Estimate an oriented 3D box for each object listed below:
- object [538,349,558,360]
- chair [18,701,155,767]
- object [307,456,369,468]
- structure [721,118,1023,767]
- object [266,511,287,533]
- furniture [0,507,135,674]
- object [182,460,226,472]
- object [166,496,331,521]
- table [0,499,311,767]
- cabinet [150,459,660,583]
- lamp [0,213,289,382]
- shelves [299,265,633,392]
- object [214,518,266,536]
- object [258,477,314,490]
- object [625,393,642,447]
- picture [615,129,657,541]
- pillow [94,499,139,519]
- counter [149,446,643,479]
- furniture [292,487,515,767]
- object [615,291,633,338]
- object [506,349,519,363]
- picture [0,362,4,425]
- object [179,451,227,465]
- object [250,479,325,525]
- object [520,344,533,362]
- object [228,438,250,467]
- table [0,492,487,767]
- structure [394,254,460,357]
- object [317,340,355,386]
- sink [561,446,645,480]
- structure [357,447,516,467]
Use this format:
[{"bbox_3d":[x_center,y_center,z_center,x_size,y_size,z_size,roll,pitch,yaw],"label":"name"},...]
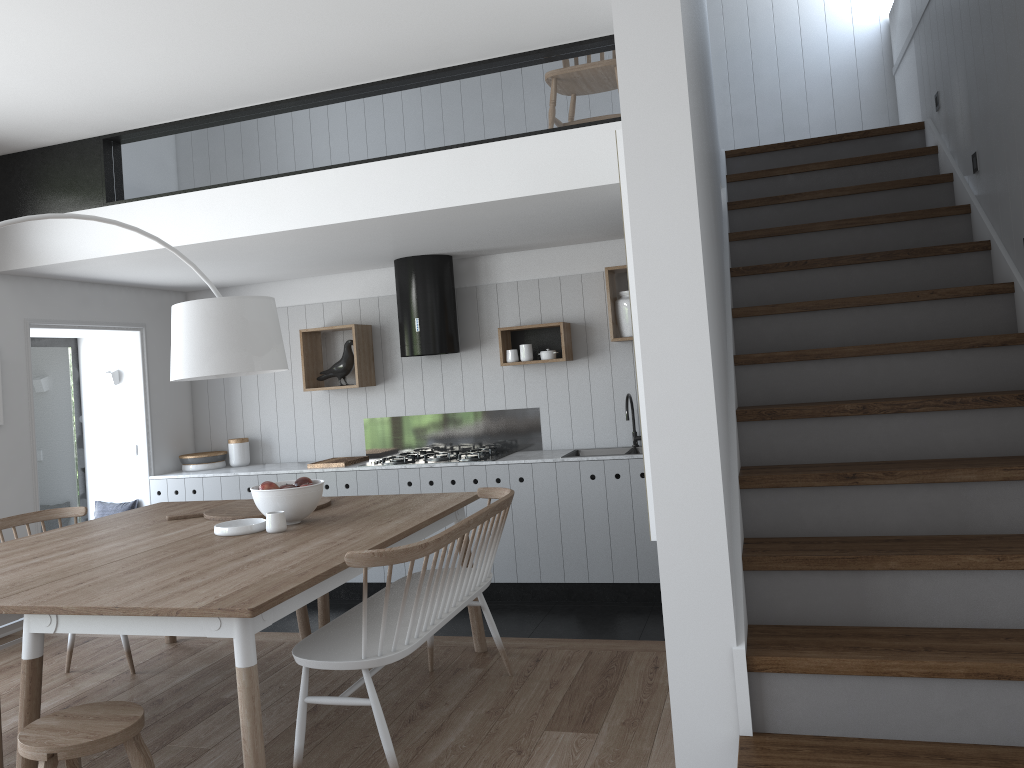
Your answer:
[{"bbox_3d":[0.245,-0.201,5.957,0.128,0.073,0.109,-5,0,-4],"label":"object"},{"bbox_3d":[-1.115,1.157,2.421,0.434,0.451,0.480,-5,-1,3],"label":"chair"},{"bbox_3d":[-1.239,0.558,6.321,0.295,0.030,0.394,-4,1,17],"label":"object"},{"bbox_3d":[1.351,0.044,3.247,1.071,2.636,3.548,-5,0,16],"label":"structure"},{"bbox_3d":[-0.953,0.558,3.569,0.085,0.079,0.082,-5,-1,17],"label":"object"},{"bbox_3d":[-2.256,1.042,3.796,0.552,0.812,1.339,-5,0,16],"label":"furniture"},{"bbox_3d":[-2.372,0.627,6.805,0.317,0.055,0.333,-5,1,-34],"label":"object"},{"bbox_3d":[-1.193,0.595,4.211,0.612,0.023,0.659,-4,1,39],"label":"object"},{"bbox_3d":[-1.737,1.032,3.754,0.949,0.751,2.010,-5,1,16],"label":"table"},{"bbox_3d":[0.303,0.864,5.514,6.212,0.749,0.010,-4,-2,18],"label":"cabinet"},{"bbox_3d":[-2.799,0.510,1.901,0.894,2.029,5.078,-6,-1,43],"label":"lamp"},{"bbox_3d":[0.224,-0.330,5.993,3.630,0.800,0.295,-4,-2,18],"label":"shelves"},{"bbox_3d":[-1.120,0.591,3.650,0.214,0.035,0.215,-5,1,-4],"label":"object"},{"bbox_3d":[-0.955,0.490,3.769,0.246,0.168,0.240,-5,0,-22],"label":"object"},{"bbox_3d":[0.798,0.246,5.762,0.092,0.375,0.285,-5,-1,16],"label":"object"},{"bbox_3d":[0.558,-0.175,3.217,0.061,1.221,1.277,-5,-1,16],"label":"picture"},{"bbox_3d":[-2.932,1.009,6.539,0.408,0.294,0.178,-5,-1,18],"label":"pillow"},{"bbox_3d":[0.348,0.467,5.800,6.215,0.020,0.570,-4,1,18],"label":"counter"},{"bbox_3d":[-0.344,0.899,3.359,0.552,0.812,1.339,-5,0,16],"label":"furniture"},{"bbox_3d":[0.796,-0.458,5.799,0.226,0.302,0.230,-4,-1,-10],"label":"object"},{"bbox_3d":[0.002,-0.188,6.010,0.081,0.088,0.085,-4,-1,-37],"label":"object"},{"bbox_3d":[-3.126,0.019,5.087,0.030,0.472,0.428,-5,-1,16],"label":"picture"},{"bbox_3d":[-2.377,0.569,6.807,0.352,0.066,0.366,-5,1,-23],"label":"object"},{"bbox_3d":[-0.952,0.511,3.772,0.319,0.165,0.310,-4,0,14],"label":"object"},{"bbox_3d":[0.097,-0.209,5.978,0.087,0.116,0.084,-5,-1,17],"label":"object"},{"bbox_3d":[-2.094,0.527,6.781,0.152,0.213,0.156,-4,-1,-14],"label":"object"},{"bbox_3d":[-0.837,0.967,3.454,0.949,0.751,2.010,-5,1,16],"label":"table"},{"bbox_3d":[-0.606,-0.638,6.207,0.405,0.871,0.422,-4,-2,-26],"label":"structure"},{"bbox_3d":[-1.294,-0.149,6.508,0.339,0.335,0.137,-5,-2,19],"label":"object"},{"bbox_3d":[0.936,0.493,5.571,1.194,0.166,0.445,-4,1,18],"label":"sink"},{"bbox_3d":[-0.513,0.496,6.092,0.997,0.048,0.545,-4,1,18],"label":"structure"}]
